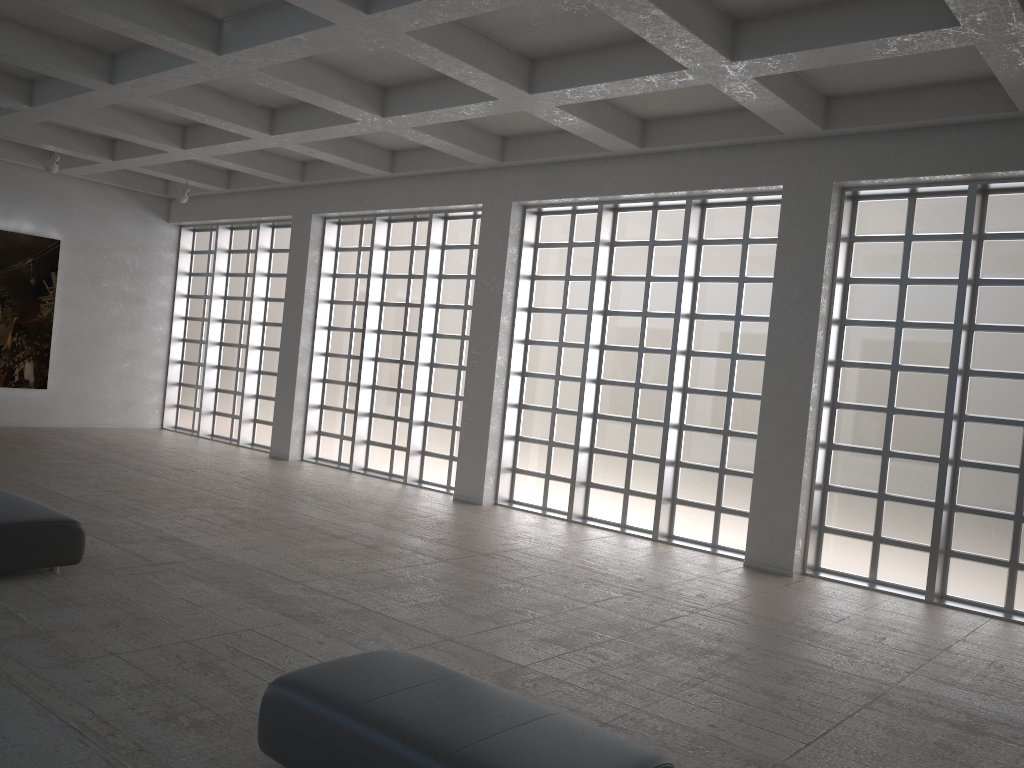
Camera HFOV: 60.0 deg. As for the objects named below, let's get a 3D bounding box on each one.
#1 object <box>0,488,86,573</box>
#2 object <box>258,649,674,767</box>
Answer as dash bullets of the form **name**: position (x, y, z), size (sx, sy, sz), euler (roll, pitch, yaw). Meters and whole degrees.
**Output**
- **object**: position (-7.712, 2.110, 12.969), size (3.044, 0.828, 1.616), euler (6, 1, 40)
- **object**: position (-0.433, 2.910, 6.886), size (3.044, 0.828, 1.616), euler (6, 1, 40)
